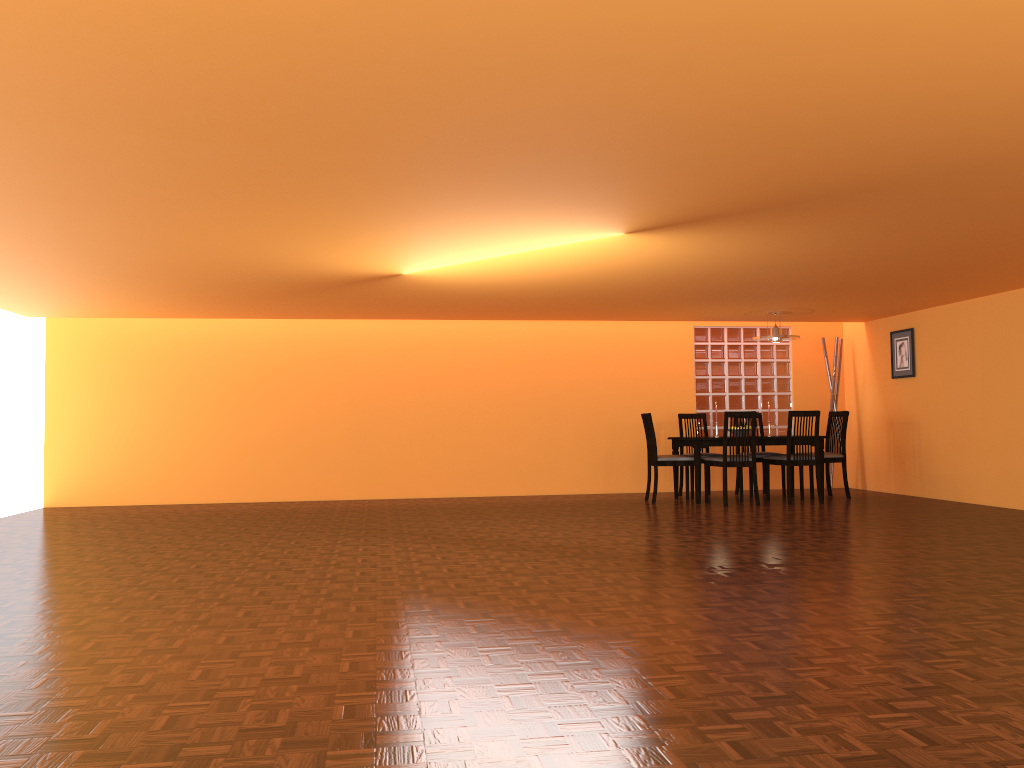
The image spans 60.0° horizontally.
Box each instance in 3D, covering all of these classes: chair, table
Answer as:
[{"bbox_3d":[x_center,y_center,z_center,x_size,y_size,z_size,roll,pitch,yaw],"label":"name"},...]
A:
[{"bbox_3d":[1.422,0.665,8.024,0.465,0.809,0.373,-1,-3,-4],"label":"chair"},{"bbox_3d":[2.371,0.678,8.558,0.373,0.809,0.465,0,-3,-9],"label":"chair"},{"bbox_3d":[2.143,0.772,8.101,1.259,0.584,0.697,0,-3,-9],"label":"table"},{"bbox_3d":[2.485,0.641,7.802,0.373,0.809,0.465,0,-3,-9],"label":"chair"},{"bbox_3d":[1.801,0.681,8.471,0.373,0.809,0.465,0,-3,-9],"label":"chair"},{"bbox_3d":[1.915,0.644,7.715,0.373,0.809,0.465,0,-3,-9],"label":"chair"},{"bbox_3d":[2.869,0.657,8.237,0.465,0.809,0.373,0,-3,-14],"label":"chair"}]

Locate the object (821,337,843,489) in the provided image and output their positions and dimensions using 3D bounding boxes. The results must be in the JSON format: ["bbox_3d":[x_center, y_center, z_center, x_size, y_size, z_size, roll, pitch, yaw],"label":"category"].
[{"bbox_3d":[3.331,0.306,9.132,0.226,1.589,0.308,-1,-3,13],"label":"object"}]

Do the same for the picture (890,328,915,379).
[{"bbox_3d":[3.694,-0.285,8.393,0.014,0.456,0.361,0,-3,-9],"label":"picture"}]

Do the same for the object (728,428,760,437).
[{"bbox_3d":[2.096,0.446,8.123,0.337,0.072,0.337,2,-4,-42],"label":"object"}]

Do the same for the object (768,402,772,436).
[{"bbox_3d":[2.371,0.318,8.173,0.044,0.326,0.044,0,-3,-20],"label":"object"}]

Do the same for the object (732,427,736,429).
[{"bbox_3d":[2.017,0.410,8.069,0.055,0.046,0.046,1,-3,-26],"label":"object"}]

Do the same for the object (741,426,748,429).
[{"bbox_3d":[2.124,0.421,8.070,0.066,0.070,0.055,1,-3,-27],"label":"object"}]

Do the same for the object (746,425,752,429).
[{"bbox_3d":[2.167,0.410,8.138,0.069,0.066,0.069,-1,-3,1],"label":"object"}]

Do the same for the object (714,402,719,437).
[{"bbox_3d":[1.848,0.317,8.008,0.044,0.326,0.044,0,-3,-20],"label":"object"}]

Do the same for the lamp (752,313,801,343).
[{"bbox_3d":[2.442,-0.521,8.210,0.435,0.274,0.435,-1,-3,13],"label":"lamp"}]
